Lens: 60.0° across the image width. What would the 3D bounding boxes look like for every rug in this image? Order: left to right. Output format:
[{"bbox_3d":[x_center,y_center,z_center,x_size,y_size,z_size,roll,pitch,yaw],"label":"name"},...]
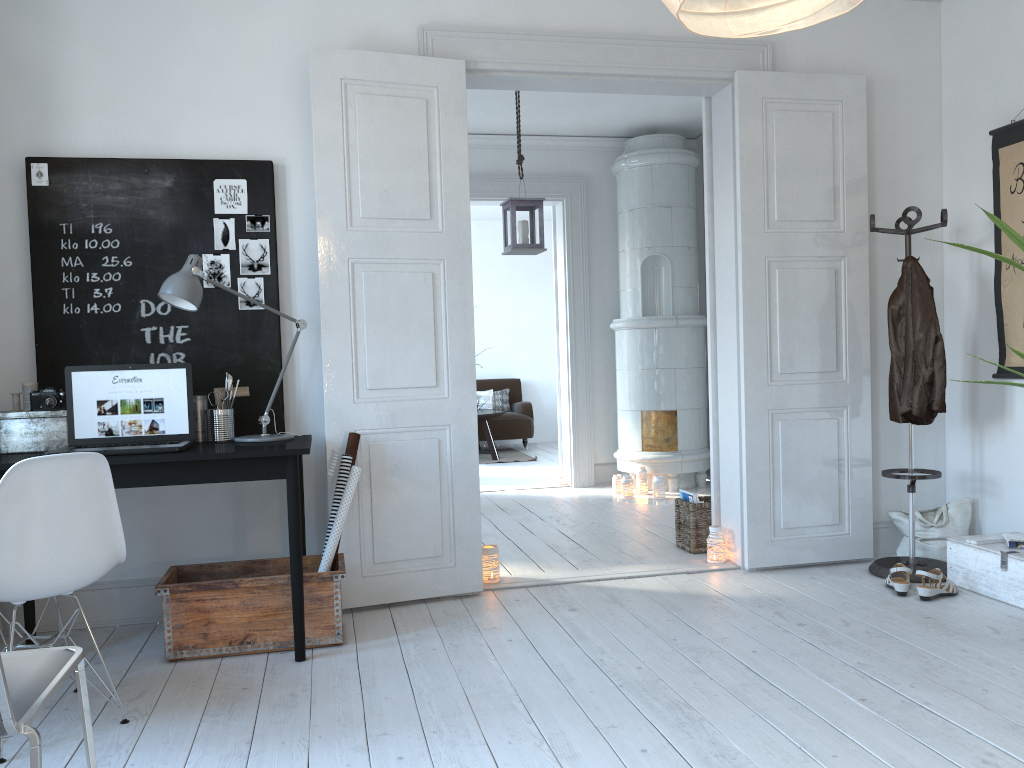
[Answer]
[{"bbox_3d":[-0.698,0.791,9.762,1.710,0.055,1.455,-2,1,-11],"label":"rug"}]

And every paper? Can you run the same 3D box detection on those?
[{"bbox_3d":[-0.718,0.621,3.508,0.043,0.669,0.266,0,3,33],"label":"paper"},{"bbox_3d":[-0.705,0.640,3.451,0.283,0.627,0.041,-3,3,-34],"label":"paper"},{"bbox_3d":[-0.708,0.577,3.581,0.048,0.747,0.297,0,3,33],"label":"paper"},{"bbox_3d":[2.170,0.655,3.678,0.222,0.031,0.175,-1,2,20],"label":"paper"}]

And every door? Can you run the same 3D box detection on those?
[{"bbox_3d":[-0.214,-0.385,7.149,2.598,2.507,0.577,-2,2,-12],"label":"door"},{"bbox_3d":[0.416,-0.334,4.202,2.598,2.507,0.577,-2,2,-12],"label":"door"}]

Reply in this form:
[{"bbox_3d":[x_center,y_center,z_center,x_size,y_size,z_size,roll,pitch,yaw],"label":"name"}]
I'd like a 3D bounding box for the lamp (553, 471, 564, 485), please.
[{"bbox_3d":[0.384,0.778,7.331,0.093,0.110,0.093,-2,2,5],"label":"lamp"}]

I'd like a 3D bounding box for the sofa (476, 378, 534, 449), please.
[{"bbox_3d":[-0.865,0.382,10.492,2.165,0.825,0.968,-2,2,-12],"label":"sofa"}]

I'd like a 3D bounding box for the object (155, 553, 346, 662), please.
[{"bbox_3d":[-0.968,0.841,3.372,0.664,0.282,0.339,-2,2,-12],"label":"object"}]

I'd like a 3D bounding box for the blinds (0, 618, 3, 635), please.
[{"bbox_3d":[-2.060,-0.300,3.033,0.225,2.649,0.830,-2,2,-12],"label":"blinds"}]

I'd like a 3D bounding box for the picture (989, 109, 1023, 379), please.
[{"bbox_3d":[2.303,-0.674,3.700,0.057,1.314,0.792,-2,2,-12],"label":"picture"}]

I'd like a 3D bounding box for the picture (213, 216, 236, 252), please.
[{"bbox_3d":[-1.192,-0.621,3.676,0.083,0.146,0.002,-2,2,-12],"label":"picture"}]

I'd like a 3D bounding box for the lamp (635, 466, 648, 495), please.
[{"bbox_3d":[0.981,0.732,6.714,0.098,0.210,0.098,-2,2,-8],"label":"lamp"}]

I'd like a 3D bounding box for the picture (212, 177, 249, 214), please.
[{"bbox_3d":[-1.164,-0.783,3.675,0.147,0.154,0.004,-2,2,-12],"label":"picture"}]

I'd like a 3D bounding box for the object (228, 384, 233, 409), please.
[{"bbox_3d":[-1.126,0.114,3.510,0.009,0.222,0.082,-1,2,17],"label":"object"}]

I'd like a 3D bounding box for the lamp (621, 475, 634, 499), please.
[{"bbox_3d":[0.854,0.762,6.553,0.089,0.166,0.089,-2,2,-11],"label":"lamp"}]

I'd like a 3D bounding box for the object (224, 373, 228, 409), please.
[{"bbox_3d":[-1.136,0.089,3.517,0.008,0.268,0.060,-2,2,5],"label":"object"}]

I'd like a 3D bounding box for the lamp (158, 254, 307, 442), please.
[{"bbox_3d":[-1.062,-0.131,3.441,0.616,0.716,0.230,-4,3,-41],"label":"lamp"}]

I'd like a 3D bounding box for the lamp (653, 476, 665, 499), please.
[{"bbox_3d":[1.074,0.757,6.483,0.089,0.166,0.089,-2,2,-13],"label":"lamp"}]

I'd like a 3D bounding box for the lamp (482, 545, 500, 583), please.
[{"bbox_3d":[-0.103,0.841,4.146,0.089,0.166,0.089,-3,2,-19],"label":"lamp"}]

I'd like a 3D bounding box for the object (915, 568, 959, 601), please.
[{"bbox_3d":[1.786,0.823,3.710,0.272,0.126,0.099,-3,2,-39],"label":"object"}]

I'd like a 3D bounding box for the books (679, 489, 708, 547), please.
[{"bbox_3d":[1.032,0.719,4.769,0.201,0.300,0.179,-2,2,-12],"label":"books"}]

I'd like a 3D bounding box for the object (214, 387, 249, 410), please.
[{"bbox_3d":[-1.119,0.118,3.561,0.138,0.209,0.034,-3,3,-32],"label":"object"}]

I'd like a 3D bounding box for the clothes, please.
[{"bbox_3d":[1.815,-0.193,3.983,0.237,0.771,0.211,-1,3,21],"label":"clothes"}]

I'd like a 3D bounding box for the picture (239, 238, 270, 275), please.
[{"bbox_3d":[-1.075,-0.534,3.703,0.121,0.153,0.002,-2,2,-12],"label":"picture"}]

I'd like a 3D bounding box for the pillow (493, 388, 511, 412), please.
[{"bbox_3d":[-0.273,0.204,10.720,0.542,0.288,0.182,-2,2,-11],"label":"pillow"}]

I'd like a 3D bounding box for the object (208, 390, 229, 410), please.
[{"bbox_3d":[-1.165,0.124,3.508,0.081,0.198,0.050,-1,2,13],"label":"object"}]

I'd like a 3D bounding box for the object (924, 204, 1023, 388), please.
[{"bbox_3d":[2.029,0.113,3.134,1.044,1.555,0.288,-1,2,18],"label":"object"}]

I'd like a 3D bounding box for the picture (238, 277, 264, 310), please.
[{"bbox_3d":[-1.090,-0.380,3.705,0.103,0.136,0.001,-2,2,-12],"label":"picture"}]

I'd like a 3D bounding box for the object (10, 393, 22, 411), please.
[{"bbox_3d":[-1.883,0.067,3.368,0.040,0.069,0.040,-3,2,-24],"label":"object"}]

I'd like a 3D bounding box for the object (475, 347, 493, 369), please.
[{"bbox_3d":[-0.607,-0.216,9.655,0.845,1.067,0.525,-4,3,-41],"label":"object"}]

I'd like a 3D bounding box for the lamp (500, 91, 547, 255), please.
[{"bbox_3d":[0.045,-1.692,5.449,0.228,1.763,0.228,-3,3,-15],"label":"lamp"}]

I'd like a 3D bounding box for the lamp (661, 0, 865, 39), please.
[{"bbox_3d":[0.391,-1.220,1.405,0.338,1.232,0.340,-1,3,19],"label":"lamp"}]

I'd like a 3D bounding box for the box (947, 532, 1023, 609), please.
[{"bbox_3d":[2.146,0.766,3.625,0.376,0.218,0.641,-2,2,-12],"label":"box"}]

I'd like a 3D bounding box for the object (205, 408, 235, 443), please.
[{"bbox_3d":[-1.151,0.164,3.501,0.108,0.128,0.108,-2,2,3],"label":"object"}]

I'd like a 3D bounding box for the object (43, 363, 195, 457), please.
[{"bbox_3d":[-1.394,0.087,3.166,0.445,0.315,0.325,-2,2,-12],"label":"object"}]

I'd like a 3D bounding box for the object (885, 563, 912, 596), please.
[{"bbox_3d":[1.668,0.824,3.829,0.099,0.126,0.272,-1,2,20],"label":"object"}]

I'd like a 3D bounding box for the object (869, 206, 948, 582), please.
[{"bbox_3d":[1.826,0.045,4.065,0.374,1.659,0.374,-2,2,-5],"label":"object"}]

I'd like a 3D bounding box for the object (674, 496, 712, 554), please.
[{"bbox_3d":[1.046,0.751,4.773,0.270,0.265,0.223,-2,2,-12],"label":"object"}]

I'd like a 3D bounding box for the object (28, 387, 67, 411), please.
[{"bbox_3d":[-1.709,0.055,3.268,0.137,0.087,0.073,-2,2,-12],"label":"object"}]

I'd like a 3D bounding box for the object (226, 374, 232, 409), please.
[{"bbox_3d":[-1.131,0.092,3.518,0.012,0.264,0.062,0,3,30],"label":"object"}]

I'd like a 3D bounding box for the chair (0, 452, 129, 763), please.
[{"bbox_3d":[-1.406,0.603,2.616,0.554,0.825,0.474,0,3,43],"label":"chair"}]

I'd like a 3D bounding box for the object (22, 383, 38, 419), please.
[{"bbox_3d":[-1.816,0.062,3.314,0.056,0.130,0.167,-2,2,-13],"label":"object"}]

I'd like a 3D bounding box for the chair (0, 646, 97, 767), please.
[{"bbox_3d":[-1.091,0.631,1.610,0.562,0.798,0.524,-2,2,-12],"label":"chair"}]

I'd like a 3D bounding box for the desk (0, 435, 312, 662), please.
[{"bbox_3d":[-1.324,0.618,3.287,1.159,0.759,0.650,-2,2,-12],"label":"desk"}]

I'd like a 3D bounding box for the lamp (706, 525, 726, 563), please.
[{"bbox_3d":[1.011,0.795,4.394,0.093,0.180,0.093,-3,3,-29],"label":"lamp"}]

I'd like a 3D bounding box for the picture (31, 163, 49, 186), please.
[{"bbox_3d":[-1.876,-0.833,3.523,0.061,0.088,0.004,-2,3,-15],"label":"picture"}]

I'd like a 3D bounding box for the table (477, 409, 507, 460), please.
[{"bbox_3d":[-0.701,0.568,9.727,1.299,0.503,1.299,-2,2,-22],"label":"table"}]

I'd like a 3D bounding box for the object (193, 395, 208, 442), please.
[{"bbox_3d":[-1.254,0.141,3.551,0.079,0.188,0.079,-3,3,-33],"label":"object"}]

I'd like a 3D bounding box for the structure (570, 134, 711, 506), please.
[{"bbox_3d":[1.052,-0.499,6.861,0.800,2.829,1.247,0,3,33],"label":"structure"}]

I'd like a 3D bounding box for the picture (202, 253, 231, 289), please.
[{"bbox_3d":[-1.224,-0.468,3.673,0.107,0.150,0.001,-2,2,-12],"label":"picture"}]

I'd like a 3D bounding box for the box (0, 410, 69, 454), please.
[{"bbox_3d":[-1.783,0.175,3.350,0.317,0.152,0.193,-2,2,-12],"label":"box"}]

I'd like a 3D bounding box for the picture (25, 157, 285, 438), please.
[{"bbox_3d":[-1.453,-0.334,3.661,0.953,1.173,0.064,-2,2,-12],"label":"picture"}]

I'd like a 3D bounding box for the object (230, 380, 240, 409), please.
[{"bbox_3d":[-1.114,0.104,3.507,0.084,0.240,0.009,-3,3,-35],"label":"object"}]

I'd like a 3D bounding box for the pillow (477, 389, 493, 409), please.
[{"bbox_3d":[-0.446,0.201,10.568,0.471,0.309,0.188,-2,2,-11],"label":"pillow"}]

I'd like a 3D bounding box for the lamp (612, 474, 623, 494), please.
[{"bbox_3d":[0.807,0.768,6.779,0.084,0.146,0.084,-2,2,-8],"label":"lamp"}]

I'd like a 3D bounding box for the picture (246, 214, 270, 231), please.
[{"bbox_3d":[-1.061,-0.673,3.702,0.095,0.071,0.001,-2,2,-12],"label":"picture"}]

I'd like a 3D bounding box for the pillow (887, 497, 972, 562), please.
[{"bbox_3d":[2.042,0.704,4.314,0.317,0.314,0.272,-2,2,-11],"label":"pillow"}]

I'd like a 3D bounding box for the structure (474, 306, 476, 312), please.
[{"bbox_3d":[-0.948,-0.970,10.900,1.025,0.478,0.085,-2,2,-12],"label":"structure"}]
